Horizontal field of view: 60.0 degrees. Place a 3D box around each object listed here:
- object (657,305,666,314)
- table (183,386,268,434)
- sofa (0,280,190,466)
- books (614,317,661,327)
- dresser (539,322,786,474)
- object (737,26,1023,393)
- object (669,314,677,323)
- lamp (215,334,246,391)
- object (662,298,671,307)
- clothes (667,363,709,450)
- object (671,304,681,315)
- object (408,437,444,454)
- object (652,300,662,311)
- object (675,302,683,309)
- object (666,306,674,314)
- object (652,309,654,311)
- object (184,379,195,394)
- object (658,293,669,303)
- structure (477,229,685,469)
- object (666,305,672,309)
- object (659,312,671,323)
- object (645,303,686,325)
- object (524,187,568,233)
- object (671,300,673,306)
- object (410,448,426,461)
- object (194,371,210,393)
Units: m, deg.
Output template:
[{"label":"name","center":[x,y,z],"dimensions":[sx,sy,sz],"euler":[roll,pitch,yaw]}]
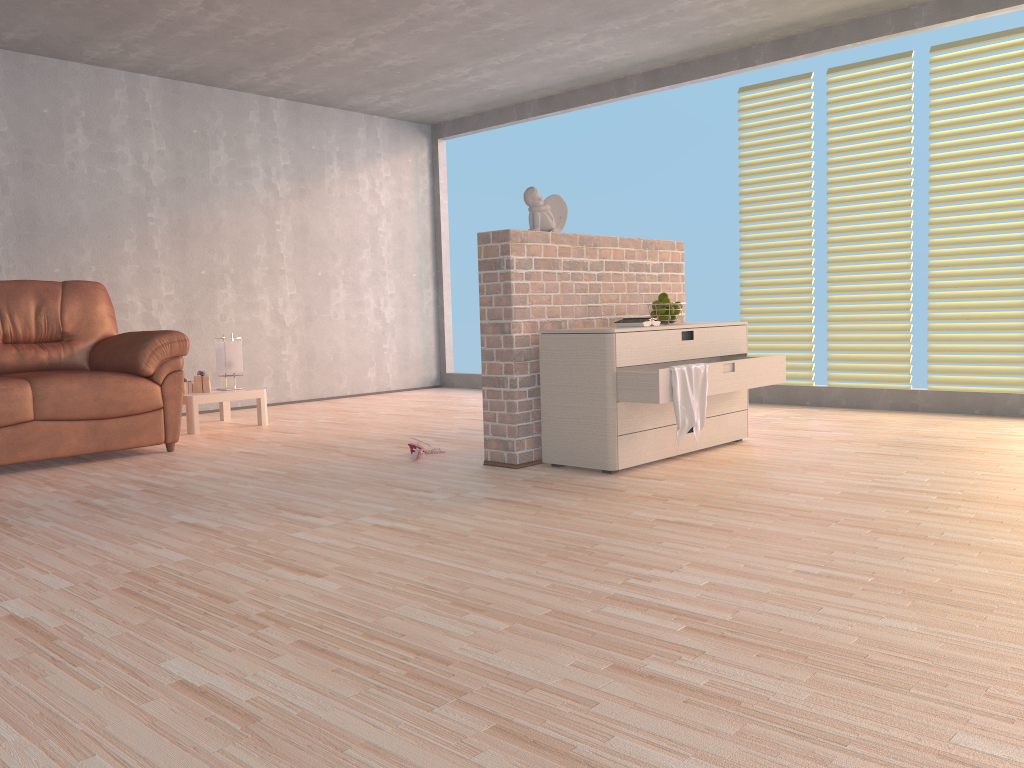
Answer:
[{"label":"object","center":[0.730,-0.362,4.336],"dimensions":[0.046,0.044,0.046],"euler":[2,6,39]},{"label":"table","center":[-2.004,0.166,5.874],"dimensions":[0.548,0.241,0.548],"euler":[3,6,43]},{"label":"sofa","center":[-2.830,-0.075,4.352],"dimensions":[0.981,0.923,2.202],"euler":[3,6,43]},{"label":"books","center":[0.584,-0.287,4.111],"dimensions":[0.146,0.040,0.209],"euler":[1,5,33]},{"label":"dresser","center":[0.923,0.010,4.365],"dimensions":[0.605,0.612,1.686],"euler":[3,6,43]},{"label":"object","center":[3.225,-0.960,4.826],"dimensions":[4.372,2.114,0.044],"euler":[3,6,43]},{"label":"object","center":[0.793,-0.326,4.399],"dimensions":[0.048,0.048,0.046],"euler":[1,5,32]},{"label":"lamp","center":[-1.889,-0.147,5.925],"dimensions":[0.140,0.376,0.140],"euler":[3,6,43]},{"label":"object","center":[0.753,-0.395,4.323],"dimensions":[0.046,0.045,0.046],"euler":[2,6,42]},{"label":"clothes","center":[0.741,0.100,3.750],"dimensions":[0.097,0.369,0.325],"euler":[3,6,44]},{"label":"object","center":[0.802,-0.364,4.359],"dimensions":[0.057,0.057,0.057],"euler":[-3,5,-14]},{"label":"object","center":[-0.431,0.309,4.475],"dimensions":[0.188,0.085,0.069],"euler":[-2,5,-8]},{"label":"object","center":[0.715,-0.387,4.375],"dimensions":[0.049,0.053,0.054],"euler":[-3,5,-16]},{"label":"object","center":[0.822,-0.385,4.395],"dimensions":[0.047,0.047,0.046],"euler":[-2,5,-9]},{"label":"object","center":[0.774,-0.360,4.329],"dimensions":[0.038,0.040,0.039],"euler":[-5,6,-38]},{"label":"object","center":[0.728,-0.379,4.429],"dimensions":[0.053,0.048,0.054],"euler":[-6,6,-40]},{"label":"object","center":[-2.109,0.008,5.754],"dimensions":[0.080,0.105,0.152],"euler":[-1,5,12]},{"label":"object","center":[0.750,-0.424,4.381],"dimensions":[0.054,0.056,0.054],"euler":[3,6,43]},{"label":"structure","center":[0.411,-0.207,4.485],"dimensions":[0.211,1.057,1.422],"euler":[3,6,43]},{"label":"object","center":[0.768,-0.387,4.360],"dimensions":[0.039,0.038,0.039],"euler":[-3,5,-18]},{"label":"object","center":[0.752,-0.327,4.361],"dimensions":[0.060,0.055,0.059],"euler":[-2,5,-2]},{"label":"object","center":[0.761,-0.346,4.387],"dimensions":[0.202,0.104,0.202],"euler":[2,6,36]},{"label":"object","center":[0.144,-0.812,4.163],"dimensions":[0.131,0.218,0.216],"euler":[2,6,42]},{"label":"object","center":[0.782,-0.397,4.408],"dimensions":[0.039,0.043,0.043],"euler":[1,5,28]},{"label":"object","center":[-0.449,0.334,4.296],"dimensions":[0.078,0.066,0.192],"euler":[-3,5,-11]},{"label":"object","center":[-2.011,-0.018,5.753],"dimensions":[0.099,0.147,0.102],"euler":[-3,5,-18]}]
